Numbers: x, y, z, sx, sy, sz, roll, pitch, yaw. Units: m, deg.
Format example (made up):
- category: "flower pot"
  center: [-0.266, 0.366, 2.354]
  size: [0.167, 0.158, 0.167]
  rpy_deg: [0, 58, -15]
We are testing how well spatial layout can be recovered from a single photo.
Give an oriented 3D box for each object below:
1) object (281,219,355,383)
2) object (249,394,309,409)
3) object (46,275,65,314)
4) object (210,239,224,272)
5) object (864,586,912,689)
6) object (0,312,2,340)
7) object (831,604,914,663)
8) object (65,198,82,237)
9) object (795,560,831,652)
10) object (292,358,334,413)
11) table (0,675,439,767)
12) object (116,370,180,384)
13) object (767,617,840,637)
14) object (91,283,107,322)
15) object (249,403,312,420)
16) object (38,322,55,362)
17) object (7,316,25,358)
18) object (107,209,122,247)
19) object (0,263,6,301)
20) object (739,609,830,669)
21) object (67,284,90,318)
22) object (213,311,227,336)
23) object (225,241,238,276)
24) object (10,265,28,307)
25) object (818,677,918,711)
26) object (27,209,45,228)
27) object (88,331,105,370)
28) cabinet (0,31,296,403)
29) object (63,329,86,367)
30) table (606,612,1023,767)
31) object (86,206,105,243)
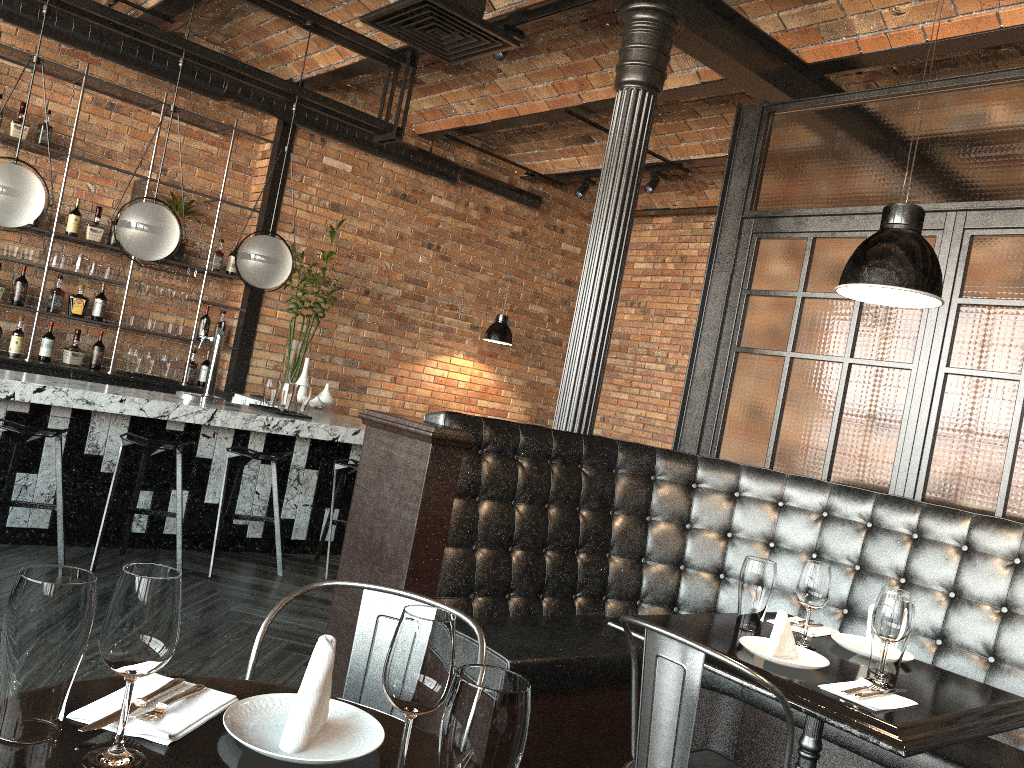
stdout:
- category: "object"
  center: [-1.661, -0.599, 7.246]
  size: [0.584, 1.546, 0.673]
  rpy_deg: [11, -1, -1]
- category: "object"
  center: [-1.834, 0.150, 7.249]
  size: [0.622, 0.014, 0.622]
  rpy_deg: [11, -1, 22]
- category: "object"
  center: [-3.357, -0.662, 6.544]
  size: [0.083, 0.282, 0.083]
  rpy_deg: [10, -1, 35]
- category: "object"
  center: [-2.410, -1.050, 7.279]
  size: [0.083, 0.282, 0.083]
  rpy_deg: [11, -1, -25]
- category: "object"
  center: [0.966, 0.650, 2.278]
  size: [0.092, 0.244, 0.092]
  rpy_deg: [10, -1, 33]
- category: "object"
  center: [-3.690, -0.366, 6.326]
  size: [0.086, 0.298, 0.086]
  rpy_deg: [11, -1, 9]
- category: "object"
  center: [1.078, 0.736, 2.636]
  size: [0.232, 0.139, 0.232]
  rpy_deg: [11, -1, 8]
- category: "object"
  center: [-3.238, -1.227, 6.568]
  size: [0.086, 0.299, 0.086]
  rpy_deg: [11, -1, 9]
- category: "object"
  center: [0.854, 0.632, 2.536]
  size: [0.092, 0.244, 0.092]
  rpy_deg: [11, -1, -24]
- category: "object"
  center: [-1.552, 0.007, 6.948]
  size: [0.316, 0.397, 0.319]
  rpy_deg: [11, -1, 9]
- category: "table"
  center: [-0.436, 0.872, 1.090]
  size: [0.866, 0.758, 0.866]
  rpy_deg: [11, -1, 13]
- category: "object"
  center: [-2.864, -0.056, 6.974]
  size: [0.437, 0.019, 0.273]
  rpy_deg: [12, -1, -40]
- category: "object"
  center: [0.914, 0.762, 2.802]
  size: [0.157, 0.019, 0.255]
  rpy_deg: [10, -1, 45]
- category: "object"
  center: [-3.134, -0.623, 6.753]
  size: [0.086, 0.298, 0.086]
  rpy_deg: [11, -1, 9]
- category: "object"
  center: [-1.552, 0.184, 5.938]
  size: [0.273, 0.019, 0.437]
  rpy_deg: [12, -1, -40]
- category: "object"
  center: [-3.425, -0.313, 6.548]
  size: [0.086, 0.298, 0.086]
  rpy_deg: [11, -1, 9]
- category: "object"
  center: [-3.573, -0.342, 6.410]
  size: [0.080, 0.299, 0.080]
  rpy_deg: [12, -1, -38]
- category: "object"
  center: [-3.013, -1.182, 6.758]
  size: [0.086, 0.297, 0.086]
  rpy_deg: [11, -1, 9]
- category: "object"
  center: [-3.656, -0.721, 6.267]
  size: [0.123, 0.279, 0.123]
  rpy_deg: [10, -1, 38]
- category: "object"
  center: [0.729, 0.664, 2.353]
  size: [0.232, 0.139, 0.232]
  rpy_deg: [11, -1, 8]
- category: "object"
  center: [-3.245, -0.620, 6.642]
  size: [0.151, 0.248, 0.094]
  rpy_deg: [11, -1, -31]
- category: "object"
  center: [-2.417, -0.469, 7.358]
  size: [0.083, 0.282, 0.083]
  rpy_deg: [11, -1, -30]
- category: "object"
  center: [-2.321, -1.040, 7.390]
  size: [0.086, 0.298, 0.086]
  rpy_deg: [11, -1, 14]
- category: "object"
  center: [-3.538, -0.708, 6.390]
  size: [0.086, 0.299, 0.086]
  rpy_deg: [11, -1, 9]
- category: "object"
  center: [0.874, 0.746, 2.149]
  size: [0.255, 0.019, 0.157]
  rpy_deg: [12, -1, -40]
- category: "object"
  center: [-3.450, -1.245, 6.378]
  size: [0.151, 0.248, 0.094]
  rpy_deg: [11, -1, -12]
- category: "object"
  center: [-3.160, -0.259, 6.772]
  size: [0.086, 0.299, 0.086]
  rpy_deg: [11, -1, 9]
- category: "cabinet"
  center: [-4.734, -1.377, 5.235]
  size: [7.075, 3.779, 0.564]
  rpy_deg: [12, -1, -40]
- category: "object"
  center: [-3.278, -0.272, 6.649]
  size: [0.123, 0.279, 0.123]
  rpy_deg: [10, -1, 38]
- category: "table"
  center: [0.807, 1.132, 2.471]
  size: [0.872, 0.758, 0.872]
  rpy_deg: [12, -1, -40]
- category: "object"
  center: [-3.117, -1.193, 6.648]
  size: [0.123, 0.279, 0.123]
  rpy_deg: [11, -1, -32]
